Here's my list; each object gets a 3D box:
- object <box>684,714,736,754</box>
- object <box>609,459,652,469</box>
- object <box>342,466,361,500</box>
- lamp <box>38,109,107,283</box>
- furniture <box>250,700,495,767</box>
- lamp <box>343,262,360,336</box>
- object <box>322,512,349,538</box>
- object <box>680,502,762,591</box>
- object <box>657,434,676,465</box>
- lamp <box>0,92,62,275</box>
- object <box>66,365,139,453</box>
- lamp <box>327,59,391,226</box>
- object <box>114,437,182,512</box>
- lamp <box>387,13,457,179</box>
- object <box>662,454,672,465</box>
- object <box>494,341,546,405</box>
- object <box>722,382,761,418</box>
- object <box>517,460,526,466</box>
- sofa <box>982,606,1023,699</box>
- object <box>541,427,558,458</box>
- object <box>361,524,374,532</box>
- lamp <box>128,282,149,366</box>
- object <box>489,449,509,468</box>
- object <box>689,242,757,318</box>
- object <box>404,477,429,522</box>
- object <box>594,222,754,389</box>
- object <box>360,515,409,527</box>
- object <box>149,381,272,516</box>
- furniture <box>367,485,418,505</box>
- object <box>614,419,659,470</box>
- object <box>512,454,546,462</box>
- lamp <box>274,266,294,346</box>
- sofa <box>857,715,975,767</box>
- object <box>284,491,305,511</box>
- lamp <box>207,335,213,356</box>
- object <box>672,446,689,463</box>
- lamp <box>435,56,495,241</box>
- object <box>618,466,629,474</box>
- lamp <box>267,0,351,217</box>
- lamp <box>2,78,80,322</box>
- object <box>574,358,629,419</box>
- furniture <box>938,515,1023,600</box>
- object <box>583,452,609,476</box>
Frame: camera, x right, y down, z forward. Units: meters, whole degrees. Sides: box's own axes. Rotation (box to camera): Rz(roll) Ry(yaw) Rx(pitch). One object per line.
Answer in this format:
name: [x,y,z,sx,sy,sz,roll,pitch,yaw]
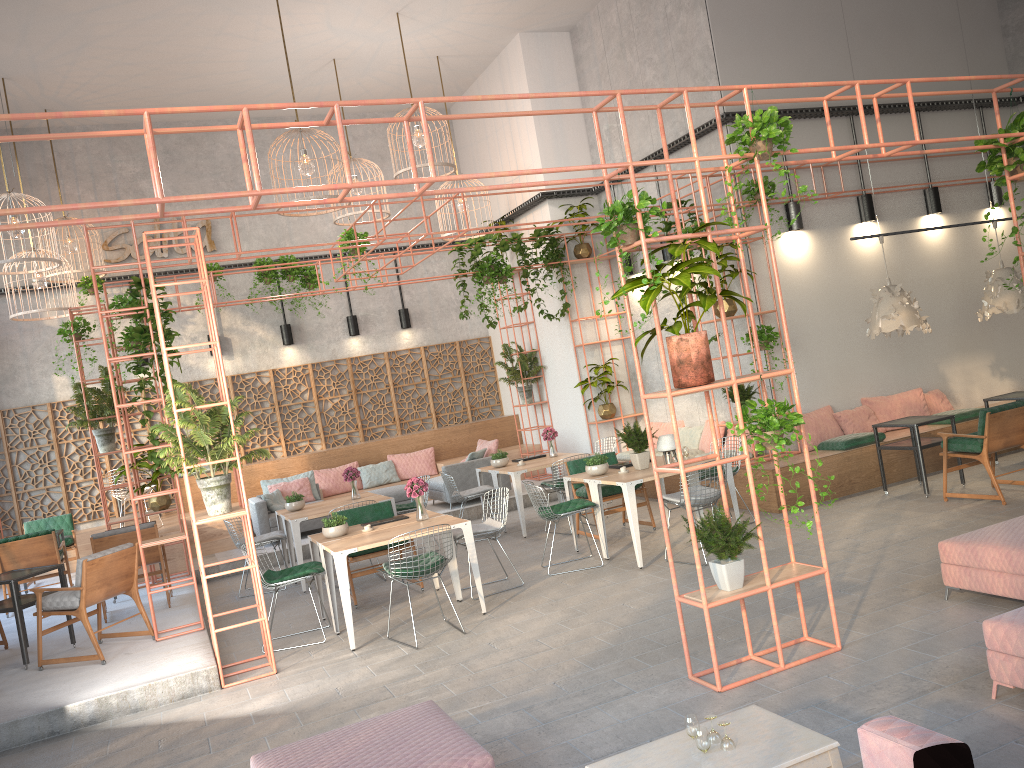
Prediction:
object: [0.780,1.398,3.503,0.156,0.145,0.199,-10,0,-8]
object: [1.292,0.869,9.685,0.427,0.031,0.268,-10,0,-22]
object: [-1.972,1.225,10.983,0.225,0.414,0.213,-10,1,-30]
lamp: [-7.062,-3.364,13.747,0.883,3.476,0.883,-9,1,30]
furniture: [-0.652,1.891,4.098,0.976,0.446,0.941,-10,0,-22]
lamp: [-2.966,-1.580,16.033,0.185,1.436,0.185,-10,0,19]
object: [-1.642,1.301,8.221,0.252,0.247,0.247,-10,0,-22]
object: [1.272,0.988,5.407,0.368,0.527,0.438,-10,0,-22]
object: [1.625,0.681,9.193,0.241,0.313,0.241,-10,0,23]
lamp: [-6.412,-3.165,11.074,0.883,3.476,0.883,-9,1,30]
object: [-5.200,0.320,11.262,0.900,1.101,0.894,-9,1,32]
lamp: [-2.611,-4.263,13.706,0.883,3.476,0.883,-9,1,30]
object: [-4.605,1.167,11.263,0.903,0.923,0.934,-9,1,34]
lamp: [-1.510,-4.662,12.451,0.883,3.476,0.883,-9,1,30]
object: [1.580,0.776,8.987,0.095,0.119,0.095,-10,0,2]
object: [0.157,-0.200,15.189,0.900,1.097,0.894,-10,0,7]
object: [2.743,0.182,10.690,0.368,0.527,0.438,-10,0,-22]
object: [0.119,1.034,11.635,0.115,0.078,0.115,-10,0,-17]
sofa: [3.597,1.053,3.937,2.219,0.672,1.960,-10,0,-22]
object: [0.526,0.787,12.020,0.225,0.414,0.213,-10,1,-30]
object: [-1.338,1.334,8.214,0.115,0.073,0.115,-10,1,-28]
lamp: [-6.229,-1.009,14.679,0.185,1.436,0.185,-10,0,19]
object: [-0.172,0.993,11.903,0.254,0.247,0.248,-10,0,-22]
object: [2.458,-1.258,10.551,0.903,0.947,0.934,-9,1,29]
object: [-0.874,1.070,8.270,0.225,0.414,0.213,-10,1,-30]
object: [0.969,-0.447,5.296,0.924,0.946,0.923,-9,1,34]
object: [-1.236,1.337,8.616,0.427,0.031,0.268,-10,0,-22]
object: [-2.468,0.508,7.167,0.900,1.100,0.894,-10,0,7]
furniture: [-1.948,1.832,13.571,0.975,0.446,0.941,-10,0,-22]
object: [1.283,0.621,9.176,0.368,0.527,0.438,-10,0,-22]
object: [0.235,1.029,12.298,0.427,0.031,0.268,-10,0,-22]
lamp: [-4.050,-1.390,15.584,0.185,1.436,0.185,-10,0,19]
sofa: [0.374,1.617,2.599,2.219,0.672,1.960,-10,0,-22]
object: [-2.665,1.429,10.869,0.252,0.247,0.247,-10,0,-22]
lamp: [-5.167,-1.195,15.120,0.185,1.436,0.185,-10,0,19]
object: [1.760,0.731,9.100,0.210,0.154,0.165,-10,1,-33]
lamp: [-1.000,-4.120,14.324,0.883,3.476,0.883,-9,1,30]
object: [1.142,0.879,9.104,0.115,0.078,0.115,-10,0,-17]
lamp: [-2.648,-3.806,10.523,0.883,3.476,0.883,-9,1,30]
lamp: [-6.809,-2.666,12.376,0.883,3.476,0.883,-9,1,30]
object: [1.376,0.092,13.801,0.903,0.919,0.934,-9,1,39]
furniture: [3.541,1.157,5.838,0.976,0.446,0.941,-10,0,-22]
object: [0.884,0.833,9.290,0.254,0.247,0.248,-10,0,-22]
